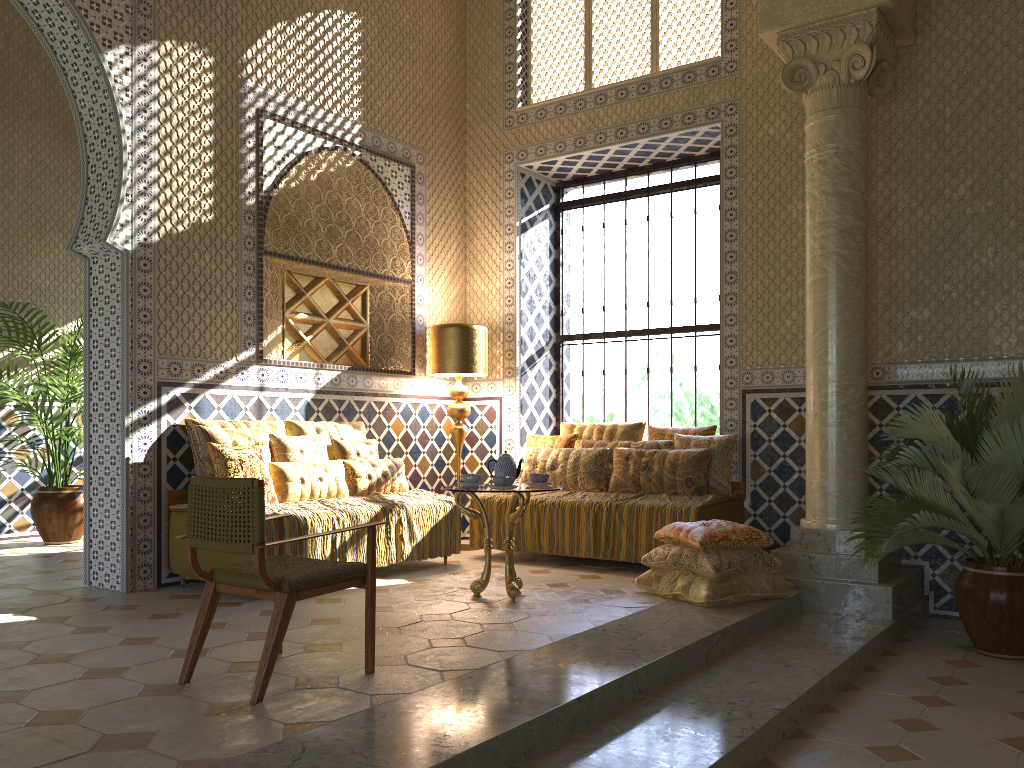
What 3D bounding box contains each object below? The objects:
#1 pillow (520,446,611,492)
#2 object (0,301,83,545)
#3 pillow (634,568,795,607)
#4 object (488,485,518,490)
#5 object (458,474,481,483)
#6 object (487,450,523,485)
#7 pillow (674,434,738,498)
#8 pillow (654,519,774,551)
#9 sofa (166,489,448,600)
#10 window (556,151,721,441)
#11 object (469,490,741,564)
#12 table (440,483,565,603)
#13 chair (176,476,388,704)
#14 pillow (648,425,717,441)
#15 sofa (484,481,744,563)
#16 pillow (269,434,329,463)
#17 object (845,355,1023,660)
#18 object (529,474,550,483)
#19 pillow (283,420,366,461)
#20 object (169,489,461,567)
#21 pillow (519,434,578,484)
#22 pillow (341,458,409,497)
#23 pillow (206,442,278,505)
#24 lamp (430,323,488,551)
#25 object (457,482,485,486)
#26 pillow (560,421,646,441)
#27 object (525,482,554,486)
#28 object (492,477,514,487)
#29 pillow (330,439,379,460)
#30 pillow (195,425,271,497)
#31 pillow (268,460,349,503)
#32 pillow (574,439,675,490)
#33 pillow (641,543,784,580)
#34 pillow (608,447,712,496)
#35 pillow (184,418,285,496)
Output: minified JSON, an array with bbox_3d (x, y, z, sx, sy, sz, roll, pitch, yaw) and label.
[{"bbox_3d":[0.600,1.018,10.470,1.192,0.546,0.329,-2,-2,35],"label":"pillow"},{"bbox_3d":[-6.071,0.332,11.602,2.257,3.552,2.754,-1,-1,39],"label":"object"},{"bbox_3d":[1.813,1.791,7.973,1.043,0.368,0.992,2,-3,-30],"label":"pillow"},{"bbox_3d":[-0.075,0.876,7.490,0.256,0.032,0.256,-2,-4,31],"label":"object"},{"bbox_3d":[-0.376,0.870,8.046,0.183,0.100,0.183,-1,-3,16],"label":"object"},{"bbox_3d":[-0.059,0.752,7.871,0.273,0.323,0.199,-1,-1,24],"label":"object"},{"bbox_3d":[2.085,0.890,9.720,0.741,0.693,0.341,-1,-1,36],"label":"pillow"},{"bbox_3d":[1.801,1.380,7.960,0.748,0.310,0.805,1,-3,-21],"label":"pillow"},{"bbox_3d":[-1.922,1.512,9.105,1.274,0.937,2.852,-1,-3,35],"label":"sofa"},{"bbox_3d":[-0.710,-0.797,13.004,8.486,3.989,0.574,-2,-1,31],"label":"window"},{"bbox_3d":[0.996,1.558,10.083,2.887,0.717,1.315,-2,-3,35],"label":"object"},{"bbox_3d":[-0.085,1.401,7.841,1.100,0.980,1.101,1,-2,-25],"label":"table"},{"bbox_3d":[-1.410,1.146,5.324,0.950,1.209,0.907,-1,-1,35],"label":"chair"},{"bbox_3d":[1.908,0.869,10.182,0.856,0.800,0.393,-1,-1,36],"label":"pillow"},{"bbox_3d":[1.064,1.568,10.111,2.851,0.937,1.274,-2,-3,35],"label":"sofa"},{"bbox_3d":[-2.153,0.858,9.148,0.340,0.693,0.741,0,-2,36],"label":"pillow"},{"bbox_3d":[4.143,0.981,7.237,2.642,2.501,2.166,-1,-2,22],"label":"object"},{"bbox_3d":[0.250,0.869,8.037,0.183,0.100,0.183,-1,-3,24],"label":"object"},{"bbox_3d":[-1.992,0.822,9.861,0.422,0.832,1.193,0,-2,35],"label":"pillow"},{"bbox_3d":[-1.879,1.500,9.060,1.314,0.717,2.888,-2,-3,35],"label":"object"},{"bbox_3d":[0.441,0.955,10.873,0.741,0.693,0.341,-1,-1,36],"label":"pillow"},{"bbox_3d":[-1.495,1.047,9.724,0.271,0.450,0.983,-1,-3,35],"label":"pillow"},{"bbox_3d":[-2.512,0.871,8.316,0.345,0.651,0.685,0,-2,35],"label":"pillow"},{"bbox_3d":[-0.673,0.673,11.209,0.737,2.813,0.737,0,0,4],"label":"lamp"},{"bbox_3d":[-0.376,0.907,8.047,0.256,0.032,0.256,-1,-3,14],"label":"object"},{"bbox_3d":[1.026,0.870,10.730,1.193,0.832,0.422,-2,-1,35],"label":"pillow"},{"bbox_3d":[0.251,0.907,8.038,0.256,0.032,0.256,-1,-3,14],"label":"object"},{"bbox_3d":[-0.074,0.838,7.490,0.183,0.100,0.184,-1,-3,31],"label":"object"},{"bbox_3d":[-1.692,0.925,9.805,0.313,0.637,0.682,0,-2,36],"label":"pillow"},{"bbox_3d":[-2.644,0.792,8.583,0.383,0.780,0.834,0,-2,36],"label":"pillow"},{"bbox_3d":[-2.033,1.004,8.958,0.271,0.450,0.983,-1,-3,35],"label":"pillow"},{"bbox_3d":[1.256,0.952,10.277,1.342,0.615,0.370,-2,-2,35],"label":"pillow"},{"bbox_3d":[1.793,1.590,7.976,0.880,0.347,0.932,2,-3,-35],"label":"pillow"},{"bbox_3d":[1.604,0.978,9.766,1.192,0.546,0.329,-2,-2,35],"label":"pillow"},{"bbox_3d":[-2.679,0.767,8.882,0.422,0.832,1.193,0,-2,35],"label":"pillow"}]
